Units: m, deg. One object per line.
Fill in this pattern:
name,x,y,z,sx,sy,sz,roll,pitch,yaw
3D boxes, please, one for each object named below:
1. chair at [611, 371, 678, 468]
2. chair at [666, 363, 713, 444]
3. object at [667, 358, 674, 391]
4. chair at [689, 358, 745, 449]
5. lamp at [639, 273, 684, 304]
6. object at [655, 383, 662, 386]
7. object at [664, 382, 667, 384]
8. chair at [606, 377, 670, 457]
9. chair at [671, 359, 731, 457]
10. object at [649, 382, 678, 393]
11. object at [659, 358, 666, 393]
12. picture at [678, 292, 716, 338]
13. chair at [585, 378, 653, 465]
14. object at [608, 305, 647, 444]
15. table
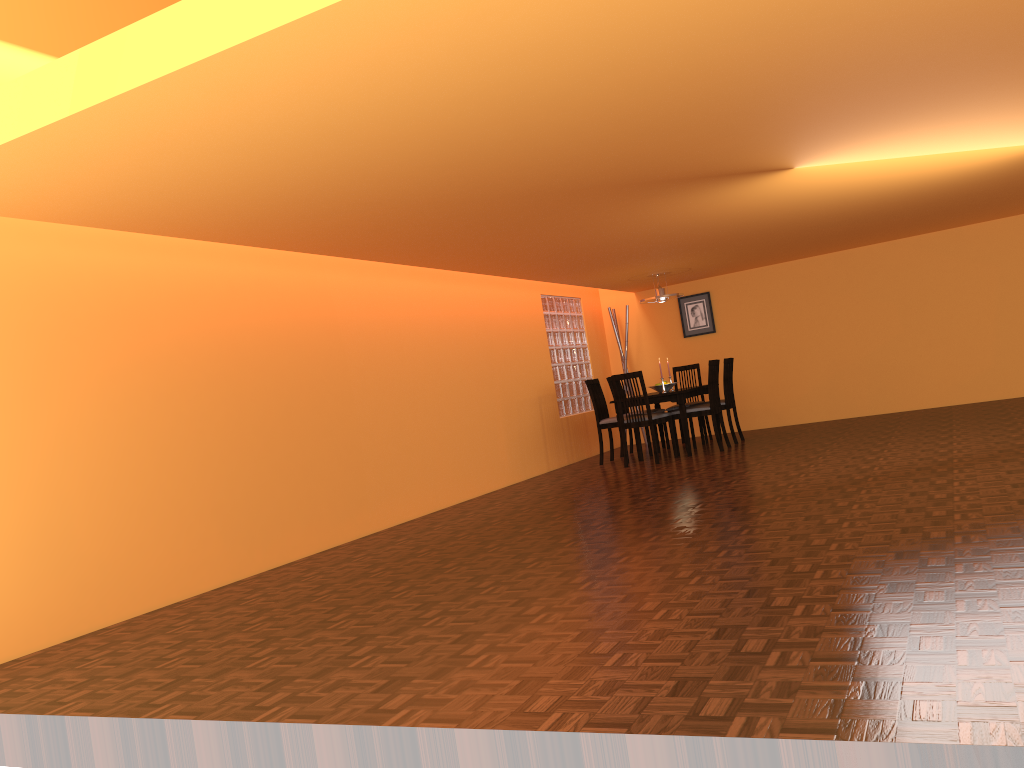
chair,1.139,0.292,7.717,0.373,0.809,0.465,-9,-1,31
chair,1.794,0.213,9.023,0.373,0.809,0.465,-9,-1,21
object,1.524,-0.099,8.579,0.044,0.326,0.044,-9,-1,15
chair,1.927,0.182,8.458,0.465,0.809,0.373,-9,-1,26
lamp,1.444,-0.934,8.658,0.435,0.274,0.435,-8,-1,-41
object,1.381,0.032,8.314,0.089,0.076,0.087,-9,-1,33
object,1.416,0.005,8.230,0.046,0.046,0.055,-9,-1,9
chair,1.251,0.294,8.801,0.465,0.809,0.373,-9,-1,26
chair,1.671,0.213,7.942,0.465,0.809,0.373,-9,-1,26
object,1.422,0.041,8.325,0.337,0.072,0.337,-9,-1,-7
object,1.359,-0.082,8.057,0.044,0.326,0.044,-9,-1,15
picture,2.038,-0.761,9.787,0.361,0.456,0.014,-9,-1,26
chair,0.995,0.325,8.285,0.465,0.809,0.373,-9,-1,26
object,1.294,-0.085,9.916,0.226,1.589,0.308,-8,-1,-41
table,1.502,0.361,8.350,0.697,0.584,1.259,-9,-1,26
